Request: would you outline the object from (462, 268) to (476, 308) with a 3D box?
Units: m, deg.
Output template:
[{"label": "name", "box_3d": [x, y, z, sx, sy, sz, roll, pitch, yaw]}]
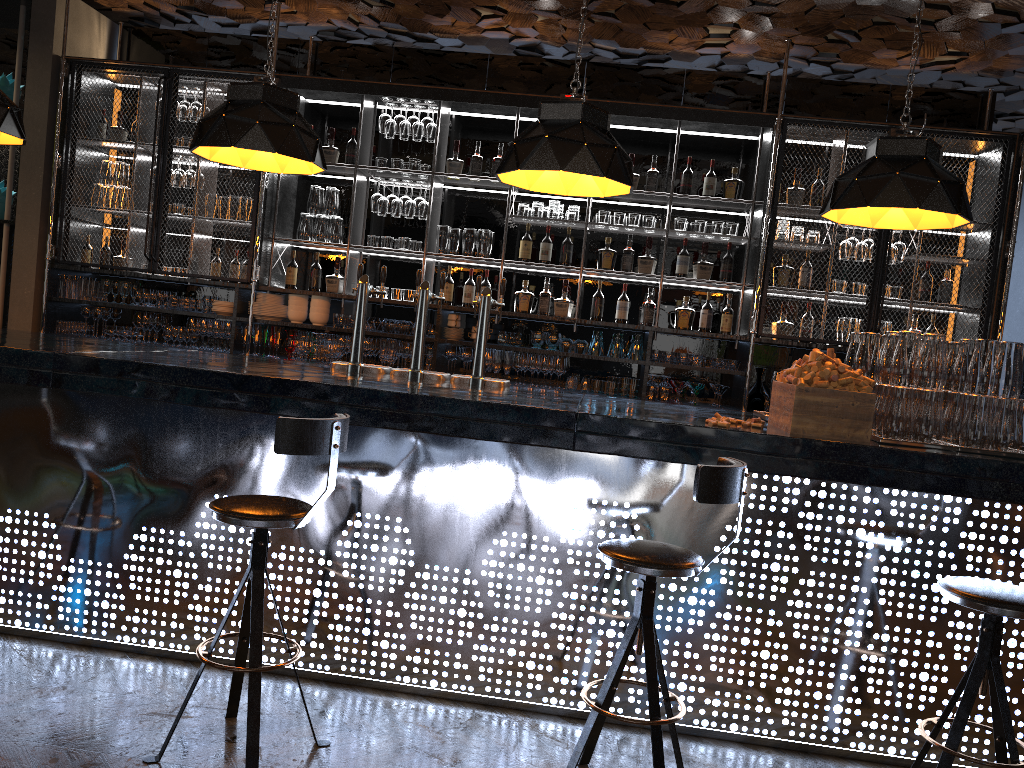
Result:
[{"label": "object", "box_3d": [-0.311, -0.704, 6.527, 0.086, 0.298, 0.086, 4, 4, -36]}]

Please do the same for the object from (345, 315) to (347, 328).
[{"label": "object", "box_3d": [-1.241, -0.461, 6.504, 0.100, 0.100, 0.089, 5, 3, -22]}]

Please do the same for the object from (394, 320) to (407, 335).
[{"label": "object", "box_3d": [-0.801, -0.406, 6.357, 0.093, 0.099, 0.093, 8, 3, 25]}]

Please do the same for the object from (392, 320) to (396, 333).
[{"label": "object", "box_3d": [-0.885, -0.424, 6.520, 0.093, 0.099, 0.093, 6, 3, -7]}]

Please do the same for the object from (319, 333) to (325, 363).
[{"label": "object", "box_3d": [-1.407, -0.264, 6.506, 0.082, 0.213, 0.082, 5, 3, -15]}]

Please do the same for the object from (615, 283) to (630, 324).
[{"label": "object", "box_3d": [0.802, -0.577, 6.395, 0.086, 0.298, 0.086, 4, 4, -36]}]

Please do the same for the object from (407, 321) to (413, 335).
[{"label": "object", "box_3d": [-0.778, -0.415, 6.561, 0.093, 0.099, 0.093, 6, 3, -7]}]

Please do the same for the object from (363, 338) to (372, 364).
[{"label": "object", "box_3d": [-1.051, -0.221, 6.377, 0.084, 0.216, 0.084, 3, 4, -42]}]

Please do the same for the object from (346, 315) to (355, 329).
[{"label": "object", "box_3d": [-1.158, -0.448, 6.438, 0.089, 0.100, 0.100, 9, 4, 42]}]

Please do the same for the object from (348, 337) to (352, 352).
[{"label": "object", "box_3d": [-1.141, -0.231, 6.386, 0.084, 0.216, 0.084, 7, 3, 21]}]

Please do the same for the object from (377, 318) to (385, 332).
[{"label": "object", "box_3d": [-0.985, -0.439, 6.585, 0.109, 0.100, 0.109, 5, 3, -11]}]

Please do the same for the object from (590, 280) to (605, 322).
[{"label": "object", "box_3d": [0.619, -0.595, 6.380, 0.086, 0.297, 0.086, 9, 4, 39]}]

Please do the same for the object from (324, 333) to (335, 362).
[{"label": "object", "box_3d": [-1.386, -0.272, 6.684, 0.082, 0.213, 0.082, 6, 3, 5]}]

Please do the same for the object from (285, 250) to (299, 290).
[{"label": "object", "box_3d": [-1.642, -0.851, 6.630, 0.086, 0.299, 0.086, 4, 4, -36]}]

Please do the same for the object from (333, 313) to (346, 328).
[{"label": "object", "box_3d": [-1.245, -0.455, 6.390, 0.100, 0.100, 0.089, 7, 3, 10]}]

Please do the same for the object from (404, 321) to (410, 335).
[{"label": "object", "box_3d": [-0.794, -0.411, 6.461, 0.093, 0.099, 0.093, 5, 3, -23]}]

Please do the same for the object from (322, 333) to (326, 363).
[{"label": "object", "box_3d": [-1.398, -0.268, 6.595, 0.082, 0.213, 0.082, 9, 4, 37]}]

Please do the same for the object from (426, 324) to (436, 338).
[{"label": "object", "box_3d": [-0.585, -0.384, 6.398, 0.095, 0.096, 0.095, 8, 4, 30]}]

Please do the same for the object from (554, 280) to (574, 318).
[{"label": "object", "box_3d": [0.378, -0.613, 6.415, 0.123, 0.279, 0.123, 7, 3, 19]}]

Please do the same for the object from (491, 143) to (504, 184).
[{"label": "object", "box_3d": [-0.093, -1.601, 6.434, 0.083, 0.282, 0.083, 7, 3, 21]}]

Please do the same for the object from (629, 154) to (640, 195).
[{"label": "object", "box_3d": [0.842, -1.499, 6.329, 0.123, 0.279, 0.123, 6, 3, -6]}]

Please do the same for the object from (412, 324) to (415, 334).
[{"label": "object", "box_3d": [-0.662, -0.389, 6.333, 0.095, 0.096, 0.095, 5, 3, -21]}]

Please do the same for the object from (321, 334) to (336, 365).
[{"label": "object", "box_3d": [-1.327, -0.250, 6.407, 0.082, 0.213, 0.082, 8, 4, 35]}]

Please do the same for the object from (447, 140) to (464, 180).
[{"label": "object", "box_3d": [-0.413, -1.635, 6.466, 0.123, 0.279, 0.123, 6, 3, -6]}]

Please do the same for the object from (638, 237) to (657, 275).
[{"label": "object", "box_3d": [0.971, -0.911, 6.342, 0.123, 0.279, 0.123, 7, 3, 19]}]

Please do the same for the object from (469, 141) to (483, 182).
[{"label": "object", "box_3d": [-0.257, -1.619, 6.449, 0.083, 0.282, 0.083, 6, 3, -9]}]

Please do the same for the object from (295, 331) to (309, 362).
[{"label": "object", "box_3d": [-1.521, -0.272, 6.429, 0.082, 0.213, 0.082, 8, 4, 35]}]

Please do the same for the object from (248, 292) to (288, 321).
[{"label": "object", "box_3d": [-1.792, -0.571, 6.556, 0.306, 0.195, 0.300, 6, 3, 7]}]

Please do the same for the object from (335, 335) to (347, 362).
[{"label": "object", "box_3d": [-1.234, -0.242, 6.396, 0.084, 0.216, 0.084, 6, 3, -6]}]

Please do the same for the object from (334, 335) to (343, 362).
[{"label": "object", "box_3d": [-1.301, -0.257, 6.586, 0.082, 0.213, 0.082, 6, 3, -7]}]

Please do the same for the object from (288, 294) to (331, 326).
[{"label": "object", "box_3d": [-1.488, -0.546, 6.493, 0.309, 0.216, 0.149, 6, 3, 3]}]

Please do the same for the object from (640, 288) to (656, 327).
[{"label": "object", "box_3d": [0.981, -0.548, 6.371, 0.083, 0.282, 0.083, 6, 3, -9]}]

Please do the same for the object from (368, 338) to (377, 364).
[{"label": "object", "box_3d": [-1.040, -0.227, 6.514, 0.084, 0.216, 0.084, 3, 4, -42]}]

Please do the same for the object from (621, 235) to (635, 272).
[{"label": "object", "box_3d": [0.836, -0.930, 6.369, 0.083, 0.282, 0.083, 6, 3, 6]}]

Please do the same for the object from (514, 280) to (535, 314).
[{"label": "object", "box_3d": [0.088, -0.630, 6.457, 0.151, 0.248, 0.094, 6, 3, -6]}]

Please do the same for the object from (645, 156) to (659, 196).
[{"label": "object", "box_3d": [1.003, -1.484, 6.328, 0.083, 0.282, 0.083, 6, 3, 6]}]

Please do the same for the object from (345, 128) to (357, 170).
[{"label": "object", "box_3d": [-1.179, -1.739, 6.541, 0.086, 0.299, 0.086, 4, 4, -36]}]

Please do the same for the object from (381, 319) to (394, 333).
[{"label": "object", "box_3d": [-0.896, -0.420, 6.413, 0.093, 0.099, 0.093, 7, 3, 22]}]

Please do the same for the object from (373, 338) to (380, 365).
[{"label": "object", "box_3d": [-1.024, -0.233, 6.647, 0.084, 0.216, 0.084, 8, 4, 28]}]

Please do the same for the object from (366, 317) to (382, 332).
[{"label": "object", "box_3d": [-1.001, -0.432, 6.427, 0.109, 0.100, 0.109, 5, 3, -11]}]

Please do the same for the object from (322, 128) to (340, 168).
[{"label": "object", "box_3d": [-1.335, -1.744, 6.539, 0.123, 0.279, 0.123, 6, 3, -6]}]

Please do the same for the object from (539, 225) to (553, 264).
[{"label": "object", "box_3d": [0.252, -1.006, 6.456, 0.086, 0.298, 0.086, 4, 4, -36]}]

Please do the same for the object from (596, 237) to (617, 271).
[{"label": "object", "box_3d": [0.681, -0.929, 6.384, 0.151, 0.248, 0.094, 6, 3, -6]}]

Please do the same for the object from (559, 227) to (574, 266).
[{"label": "object", "box_3d": [0.399, -0.987, 6.414, 0.086, 0.297, 0.086, 4, 4, -36]}]

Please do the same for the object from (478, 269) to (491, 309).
[{"label": "object", "box_3d": [-0.196, -0.689, 6.492, 0.086, 0.298, 0.086, 4, 4, -36]}]

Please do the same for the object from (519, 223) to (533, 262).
[{"label": "object", "box_3d": [0.105, -1.019, 6.445, 0.086, 0.299, 0.086, 4, 4, -36]}]

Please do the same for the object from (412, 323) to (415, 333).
[{"label": "object", "box_3d": [-0.677, -0.396, 6.439, 0.095, 0.096, 0.095, 6, 3, 6]}]

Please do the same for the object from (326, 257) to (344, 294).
[{"label": "object", "box_3d": [-1.301, -0.801, 6.577, 0.123, 0.279, 0.123, 7, 3, 19]}]

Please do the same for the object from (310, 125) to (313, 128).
[{"label": "object", "box_3d": [-1.506, -1.777, 6.601, 0.086, 0.298, 0.086, 4, 4, -36]}]

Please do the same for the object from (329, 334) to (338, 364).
[{"label": "object", "box_3d": [-1.311, -0.253, 6.497, 0.082, 0.213, 0.082, 5, 3, -13]}]

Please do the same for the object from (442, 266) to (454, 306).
[{"label": "object", "box_3d": [-0.470, -0.719, 6.517, 0.086, 0.299, 0.086, 4, 4, -36]}]

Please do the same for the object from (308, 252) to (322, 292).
[{"label": "object", "box_3d": [-1.456, -0.829, 6.580, 0.086, 0.297, 0.086, 9, 4, 39]}]

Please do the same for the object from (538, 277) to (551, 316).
[{"label": "object", "box_3d": [0.243, -0.631, 6.442, 0.083, 0.282, 0.083, 6, 3, 6]}]

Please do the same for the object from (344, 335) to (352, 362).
[{"label": "object", "box_3d": [-1.215, -0.247, 6.528, 0.084, 0.216, 0.084, 7, 3, 18]}]

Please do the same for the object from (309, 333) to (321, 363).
[{"label": "object", "box_3d": [-1.418, -0.261, 6.419, 0.082, 0.213, 0.082, 9, 4, 39]}]

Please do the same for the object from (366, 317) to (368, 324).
[{"label": "object", "box_3d": [-1.131, -0.457, 6.658, 0.089, 0.100, 0.100, 6, 3, -1]}]

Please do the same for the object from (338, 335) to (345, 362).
[{"label": "object", "box_3d": [-1.290, -0.261, 6.674, 0.082, 0.213, 0.082, 6, 3, -4]}]
